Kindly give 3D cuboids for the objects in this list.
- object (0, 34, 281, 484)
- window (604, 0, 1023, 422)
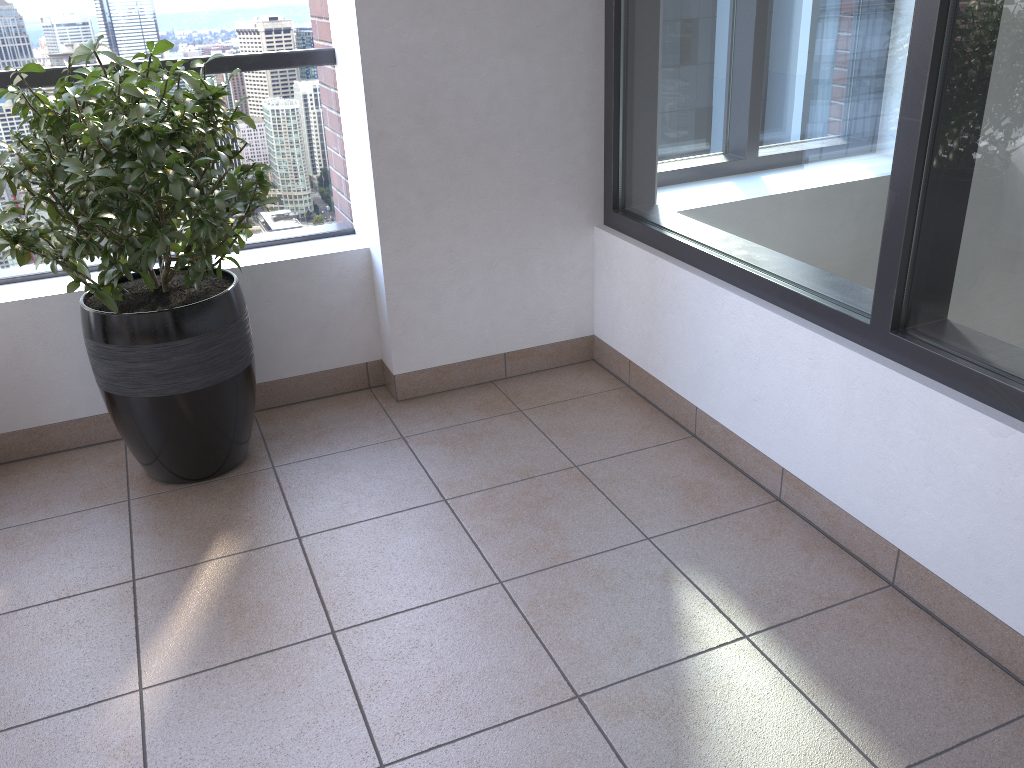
[{"bbox_3d":[-0.977,-0.236,2.413,0.731,1.338,0.721,-11,26,-17],"label":"object"},{"bbox_3d":[1.325,-0.710,0.467,0.170,2.402,5.002,-12,27,-20],"label":"window"}]
